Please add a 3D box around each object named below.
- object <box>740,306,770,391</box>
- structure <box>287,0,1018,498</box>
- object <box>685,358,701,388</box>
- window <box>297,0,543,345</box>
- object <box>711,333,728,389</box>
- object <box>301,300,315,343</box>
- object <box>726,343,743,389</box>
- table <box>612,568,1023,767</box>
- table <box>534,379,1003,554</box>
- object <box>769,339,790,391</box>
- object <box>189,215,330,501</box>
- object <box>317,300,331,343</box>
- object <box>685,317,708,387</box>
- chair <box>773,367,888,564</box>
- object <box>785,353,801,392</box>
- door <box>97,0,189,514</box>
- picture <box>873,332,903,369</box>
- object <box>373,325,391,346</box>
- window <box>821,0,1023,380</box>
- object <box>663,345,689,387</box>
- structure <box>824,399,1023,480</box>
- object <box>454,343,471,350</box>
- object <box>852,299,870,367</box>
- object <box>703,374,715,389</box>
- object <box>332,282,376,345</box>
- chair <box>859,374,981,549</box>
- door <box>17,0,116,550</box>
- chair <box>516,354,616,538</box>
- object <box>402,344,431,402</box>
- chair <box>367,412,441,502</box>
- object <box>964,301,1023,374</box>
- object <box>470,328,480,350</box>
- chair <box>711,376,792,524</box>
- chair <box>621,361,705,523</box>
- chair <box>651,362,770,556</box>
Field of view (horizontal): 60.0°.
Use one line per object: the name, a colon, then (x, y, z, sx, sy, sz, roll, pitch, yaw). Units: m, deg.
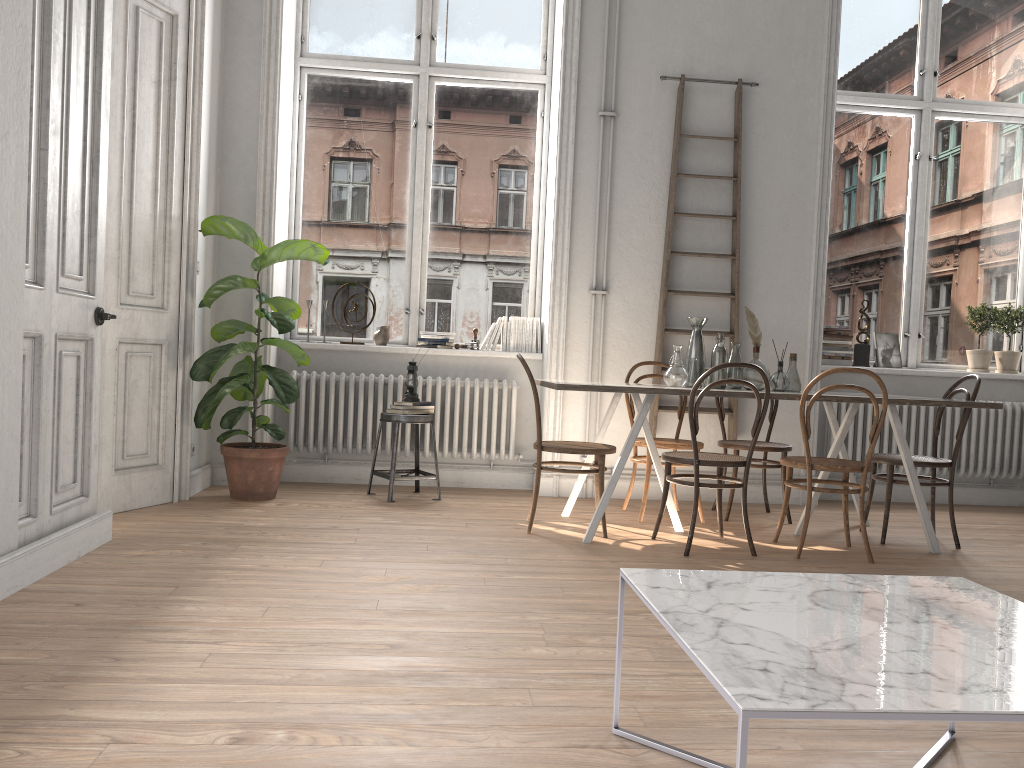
object: (1.307, -0.188, 4.741, 0.156, 0.446, 0.157, 3, 2, 13)
structure: (1.172, -1.458, 5.975, 5.182, 4.475, 0.340, 2, 2, -5)
object: (0.983, -0.060, 4.807, 0.083, 0.158, 0.083, 2, 2, -9)
window: (-0.632, -1.723, 6.227, 1.622, 2.844, 0.013, 2, 2, -5)
object: (1.125, -0.126, 4.817, 0.086, 0.301, 0.086, 2, 2, -19)
object: (-1.389, -0.427, 6.058, 0.095, 0.289, 0.095, 4, 2, 27)
object: (1.231, -0.100, 4.900, 0.098, 0.255, 0.100, 2, 2, -28)
table: (0.704, 0.660, 1.716, 0.849, 0.392, 0.849, 2, 1, -5)
table: (1.244, 0.421, 4.803, 2.200, 0.780, 1.100, 2, 2, -5)
object: (1.464, -0.102, 4.836, 0.107, 0.283, 0.106, 2, 2, -10)
object: (1.049, -0.129, 5.197, 5.827, 1.843, 0.792, 3, 2, 0)
object: (-1.268, -0.420, 6.010, 0.095, 0.289, 0.095, 3, 2, 18)
object: (1.020, -0.174, 4.919, 0.116, 0.383, 0.116, 3, 2, 6)
chair: (1.557, 0.377, 4.356, 0.438, 0.921, 0.549, 3, 2, 6)
object: (1.557, -0.064, 4.921, 0.101, 0.212, 0.101, 4, 2, 35)
door: (-2.010, -0.740, 4.450, 0.216, 2.815, 1.097, 3, 2, 20)
picture: (2.695, -0.240, 6.422, 0.221, 0.264, 0.148, 2, 2, -21)
object: (-0.891, -0.332, 6.061, 0.100, 0.142, 0.102, 2, 2, -30)
window: (9.230, -5.713, 9.895, 14.385, 15.939, 26.390, 2, 1, -5)
object: (0.868, -0.093, 4.669, 0.132, 0.219, 0.132, 2, 2, -15)
structure: (2.921, 0.372, 6.258, 1.577, 0.552, 0.194, 2, 2, -5)
object: (-0.343, -0.261, 6.129, 0.088, 0.048, 0.153, 4, 2, 35)
object: (2.517, -0.366, 6.361, 0.122, 0.488, 0.102, 3, 2, 20)
object: (1.050, -0.023, 4.719, 0.058, 0.094, 0.058, 3, 2, 23)
object: (-1.077, -0.481, 6.044, 0.347, 0.425, 0.087, 3, 2, 28)
chair: (2.219, 0.396, 4.836, 0.549, 0.921, 0.438, 3, 2, 8)
door: (-1.750, -0.701, 3.306, 0.216, 2.815, 1.096, 3, 2, -3)
chair: (0.278, 0.310, 4.696, 0.549, 0.921, 0.437, 3, 2, 4)
object: (-0.603, -0.081, 5.589, 0.163, 0.383, 0.154, 2, 2, -31)
chair: (-0.663, 0.445, 5.537, 0.364, 0.523, 0.360, 2, 2, -31)
object: (3.497, -0.340, 6.445, 0.500, 0.524, 0.234, 2, 2, -15)
object: (-0.251, -0.307, 6.078, 0.048, 0.153, 0.088, 1, 2, -35)
chair: (1.466, 0.348, 5.407, 0.438, 0.921, 0.549, 3, 2, 2)
chair: (0.902, 0.325, 5.280, 0.438, 0.921, 0.549, 2, 2, -7)
chair: (0.972, 0.350, 4.344, 0.438, 0.921, 0.549, 2, 2, -9)
